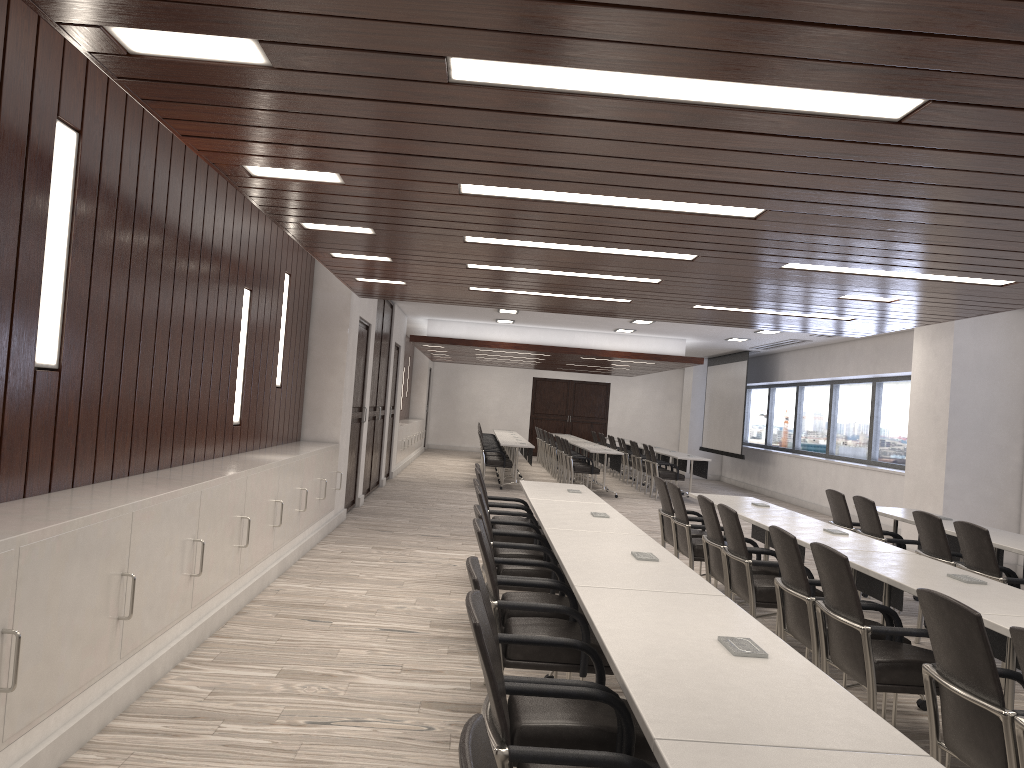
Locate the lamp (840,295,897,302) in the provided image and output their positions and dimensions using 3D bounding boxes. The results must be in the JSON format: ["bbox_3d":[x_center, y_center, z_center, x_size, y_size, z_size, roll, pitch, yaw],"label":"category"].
[{"bbox_3d":[2.755,-0.686,6.847,0.421,0.046,0.236,4,-1,-2],"label":"lamp"}]

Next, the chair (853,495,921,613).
[{"bbox_3d":[3.010,1.370,6.958,0.638,0.939,0.513,4,-1,-2],"label":"chair"}]

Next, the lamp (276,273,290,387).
[{"bbox_3d":[-2.180,-0.503,8.234,0.094,1.058,0.236,4,-1,-2],"label":"lamp"}]

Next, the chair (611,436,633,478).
[{"bbox_3d":[2.528,1.660,20.085,0.638,0.939,0.513,4,-1,-2],"label":"chair"}]

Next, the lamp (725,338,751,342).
[{"bbox_3d":[4.038,-0.843,15.852,0.324,0.120,0.519,4,-1,-2],"label":"lamp"}]

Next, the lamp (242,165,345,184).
[{"bbox_3d":[-1.053,-1.038,4.294,0.464,0.045,0.236,4,-1,-2],"label":"lamp"}]

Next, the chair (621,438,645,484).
[{"bbox_3d":[2.572,1.625,18.566,0.638,0.939,0.513,4,-1,-1],"label":"chair"}]

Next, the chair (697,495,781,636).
[{"bbox_3d":[1.540,1.232,5.903,0.638,0.939,0.513,4,-1,-2],"label":"chair"}]

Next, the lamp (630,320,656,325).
[{"bbox_3d":[2.076,-1.036,14.072,0.324,0.120,0.519,4,-1,-2],"label":"lamp"}]

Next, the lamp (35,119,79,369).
[{"bbox_3d":[-2.020,-0.601,3.838,0.094,1.058,0.236,4,-1,-2],"label":"lamp"}]

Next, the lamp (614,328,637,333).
[{"bbox_3d":[2.014,-0.999,15.781,0.324,0.120,0.519,4,-1,-2],"label":"lamp"}]

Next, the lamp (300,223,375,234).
[{"bbox_3d":[-1.101,-1.009,5.613,0.464,0.045,0.236,4,-1,-2],"label":"lamp"}]

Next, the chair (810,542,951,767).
[{"bbox_3d":[1.630,1.188,3.865,0.638,0.939,0.513,4,-1,-3],"label":"chair"}]

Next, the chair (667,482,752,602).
[{"bbox_3d":[1.509,1.255,6.905,0.638,0.939,0.513,4,-1,-3],"label":"chair"}]

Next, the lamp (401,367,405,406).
[{"bbox_3d":[-2.680,0.103,21.311,0.094,1.058,0.236,4,-1,-2],"label":"lamp"}]

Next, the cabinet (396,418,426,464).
[{"bbox_3d":[-2.426,1.205,20.090,0.476,0.698,7.540,4,-1,-2],"label":"cabinet"}]

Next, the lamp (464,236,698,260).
[{"bbox_3d":[0.440,-0.891,5.666,1.496,0.045,0.236,4,-1,-2],"label":"lamp"}]

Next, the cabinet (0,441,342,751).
[{"bbox_3d":[-1.902,0.886,5.669,0.476,0.698,7.540,4,-1,-2],"label":"cabinet"}]

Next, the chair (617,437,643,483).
[{"bbox_3d":[2.555,1.637,19.091,0.638,0.939,0.513,4,-1,-1],"label":"chair"}]

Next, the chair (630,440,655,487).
[{"bbox_3d":[2.624,1.605,17.577,0.638,0.939,0.513,4,-1,-3],"label":"chair"}]

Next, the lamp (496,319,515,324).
[{"bbox_3d":[-0.117,-1.162,15.708,0.324,0.120,0.519,4,-1,-2],"label":"lamp"}]

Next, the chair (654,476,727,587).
[{"bbox_3d":[1.493,1.267,7.432,0.638,0.939,0.513,4,-1,-3],"label":"chair"}]

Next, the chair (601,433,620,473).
[{"bbox_3d":[2.462,1.692,21.607,0.638,0.939,0.513,4,-1,-3],"label":"chair"}]

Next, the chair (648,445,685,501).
[{"bbox_3d":[2.682,1.558,15.531,0.638,0.939,0.513,4,-1,-1],"label":"chair"}]

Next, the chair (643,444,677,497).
[{"bbox_3d":[2.663,1.570,16.053,0.638,0.939,0.513,4,-1,-2],"label":"chair"}]

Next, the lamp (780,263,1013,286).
[{"bbox_3d":[2.493,-0.733,5.737,1.496,0.045,0.236,4,-1,-2],"label":"lamp"}]

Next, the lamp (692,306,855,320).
[{"bbox_3d":[2.405,-0.680,8.155,1.496,0.045,0.236,4,-1,-2],"label":"lamp"}]

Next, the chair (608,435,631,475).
[{"bbox_3d":[2.515,1.672,20.610,0.638,0.939,0.513,4,-1,-3],"label":"chair"}]

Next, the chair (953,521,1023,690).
[{"bbox_3d":[3.066,1.337,5.441,0.638,0.939,0.513,4,-1,-2],"label":"chair"}]

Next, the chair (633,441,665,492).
[{"bbox_3d":[2.625,1.592,17.054,0.638,0.939,0.513,4,-1,-1],"label":"chair"}]

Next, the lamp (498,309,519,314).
[{"bbox_3d":[-0.055,-1.200,13.998,0.324,0.120,0.519,4,-1,-2],"label":"lamp"}]

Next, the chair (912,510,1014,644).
[{"bbox_3d":[3.042,1.348,5.963,0.638,0.939,0.513,4,-1,-2],"label":"chair"}]

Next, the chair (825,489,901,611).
[{"bbox_3d":[2.976,1.380,7.479,0.638,0.939,0.513,4,-1,-2],"label":"chair"}]

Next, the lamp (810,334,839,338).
[{"bbox_3d":[4.029,-0.805,8.377,1.499,0.552,12.001,4,-1,15],"label":"lamp"}]

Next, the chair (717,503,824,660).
[{"bbox_3d":[1.557,1.221,5.380,0.638,0.939,0.513,4,-1,-3],"label":"chair"}]

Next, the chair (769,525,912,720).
[{"bbox_3d":[1.592,1.199,4.394,0.638,0.939,0.513,4,-1,-1],"label":"chair"}]

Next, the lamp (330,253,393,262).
[{"bbox_3d":[-1.141,-0.985,6.712,0.464,0.045,0.236,4,-1,-2],"label":"lamp"}]

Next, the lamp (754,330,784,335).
[{"bbox_3d":[4.100,-0.881,14.142,0.324,0.120,0.519,4,-1,-2],"label":"lamp"}]

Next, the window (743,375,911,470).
[{"bbox_3d":[5.856,0.650,16.192,0.118,1.419,10.452,4,-1,-2],"label":"window"}]

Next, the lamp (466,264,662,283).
[{"bbox_3d":[0.400,-0.866,6.765,1.496,0.045,0.236,4,-1,-2],"label":"lamp"}]

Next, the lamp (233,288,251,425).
[{"bbox_3d":[-2.156,-0.215,6.907,0.094,1.058,0.236,4,-1,-2],"label":"lamp"}]

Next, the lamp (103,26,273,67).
[{"bbox_3d":[-0.997,-1.072,2.755,0.464,0.045,0.236,4,-1,-2],"label":"lamp"}]

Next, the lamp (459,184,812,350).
[{"bbox_3d":[2.880,-0.836,10.665,1.469,0.552,14.296,4,-2,21],"label":"lamp"}]

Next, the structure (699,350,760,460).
[{"bbox_3d":[4.690,0.400,19.663,0.438,2.329,3.550,4,-1,-2],"label":"structure"}]
